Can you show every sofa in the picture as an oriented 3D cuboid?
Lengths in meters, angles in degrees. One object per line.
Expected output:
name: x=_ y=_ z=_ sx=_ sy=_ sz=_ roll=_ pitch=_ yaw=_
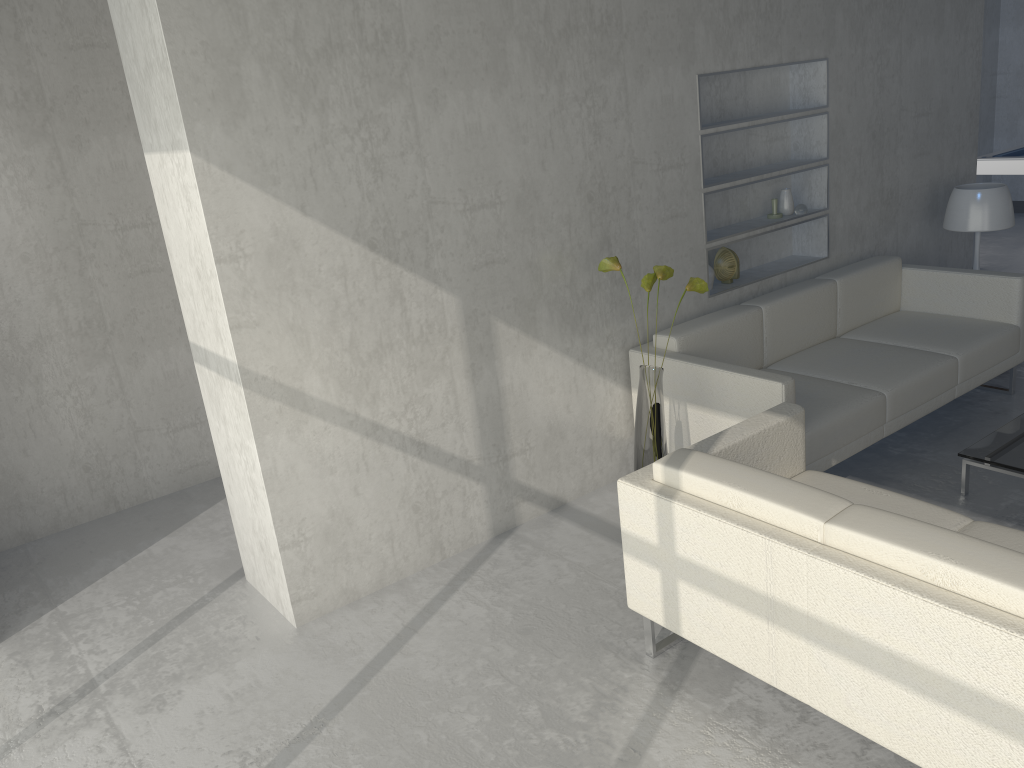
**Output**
sofa: x=1.221 y=0.585 z=2.174 sx=0.821 sy=0.658 sz=1.881 roll=-19 pitch=22 yaw=-33
sofa: x=1.519 y=-0.088 z=4.095 sx=1.881 sy=0.658 sz=0.821 roll=-19 pitch=22 yaw=-33

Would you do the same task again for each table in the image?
table: x=2.241 y=0.325 z=3.328 sx=0.730 sy=0.190 sz=0.773 roll=-19 pitch=22 yaw=-33
table: x=4.484 y=-1.267 z=6.204 sx=1.180 sy=0.835 sz=2.095 roll=-19 pitch=22 yaw=-33

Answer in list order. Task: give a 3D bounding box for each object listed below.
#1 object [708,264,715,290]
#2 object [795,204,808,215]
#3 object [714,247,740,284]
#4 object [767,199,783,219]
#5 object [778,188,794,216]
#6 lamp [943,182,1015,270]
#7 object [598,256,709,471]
object: x=0.929 y=-0.516 z=4.250 sx=0.086 sy=0.128 sz=0.086 roll=-15 pitch=20 yaw=-23
object: x=1.466 y=-0.888 z=4.495 sx=0.064 sy=0.050 sz=0.064 roll=-17 pitch=21 yaw=-28
object: x=1.059 y=-0.578 z=4.303 sx=0.088 sy=0.179 sz=0.163 roll=10 pitch=25 yaw=42
object: x=1.323 y=-0.884 z=4.466 sx=0.074 sy=0.094 sz=0.074 roll=-1 pitch=19 yaw=18
object: x=1.391 y=-0.924 z=4.501 sx=0.079 sy=0.130 sz=0.079 roll=-20 pitch=22 yaw=-35
lamp: x=2.540 y=-0.786 z=4.838 sx=0.347 sy=0.582 sz=0.347 roll=1 pitch=20 yaw=22
object: x=0.616 y=0.019 z=3.488 sx=0.400 sy=1.051 sz=0.387 roll=-9 pitch=18 yaw=-7
